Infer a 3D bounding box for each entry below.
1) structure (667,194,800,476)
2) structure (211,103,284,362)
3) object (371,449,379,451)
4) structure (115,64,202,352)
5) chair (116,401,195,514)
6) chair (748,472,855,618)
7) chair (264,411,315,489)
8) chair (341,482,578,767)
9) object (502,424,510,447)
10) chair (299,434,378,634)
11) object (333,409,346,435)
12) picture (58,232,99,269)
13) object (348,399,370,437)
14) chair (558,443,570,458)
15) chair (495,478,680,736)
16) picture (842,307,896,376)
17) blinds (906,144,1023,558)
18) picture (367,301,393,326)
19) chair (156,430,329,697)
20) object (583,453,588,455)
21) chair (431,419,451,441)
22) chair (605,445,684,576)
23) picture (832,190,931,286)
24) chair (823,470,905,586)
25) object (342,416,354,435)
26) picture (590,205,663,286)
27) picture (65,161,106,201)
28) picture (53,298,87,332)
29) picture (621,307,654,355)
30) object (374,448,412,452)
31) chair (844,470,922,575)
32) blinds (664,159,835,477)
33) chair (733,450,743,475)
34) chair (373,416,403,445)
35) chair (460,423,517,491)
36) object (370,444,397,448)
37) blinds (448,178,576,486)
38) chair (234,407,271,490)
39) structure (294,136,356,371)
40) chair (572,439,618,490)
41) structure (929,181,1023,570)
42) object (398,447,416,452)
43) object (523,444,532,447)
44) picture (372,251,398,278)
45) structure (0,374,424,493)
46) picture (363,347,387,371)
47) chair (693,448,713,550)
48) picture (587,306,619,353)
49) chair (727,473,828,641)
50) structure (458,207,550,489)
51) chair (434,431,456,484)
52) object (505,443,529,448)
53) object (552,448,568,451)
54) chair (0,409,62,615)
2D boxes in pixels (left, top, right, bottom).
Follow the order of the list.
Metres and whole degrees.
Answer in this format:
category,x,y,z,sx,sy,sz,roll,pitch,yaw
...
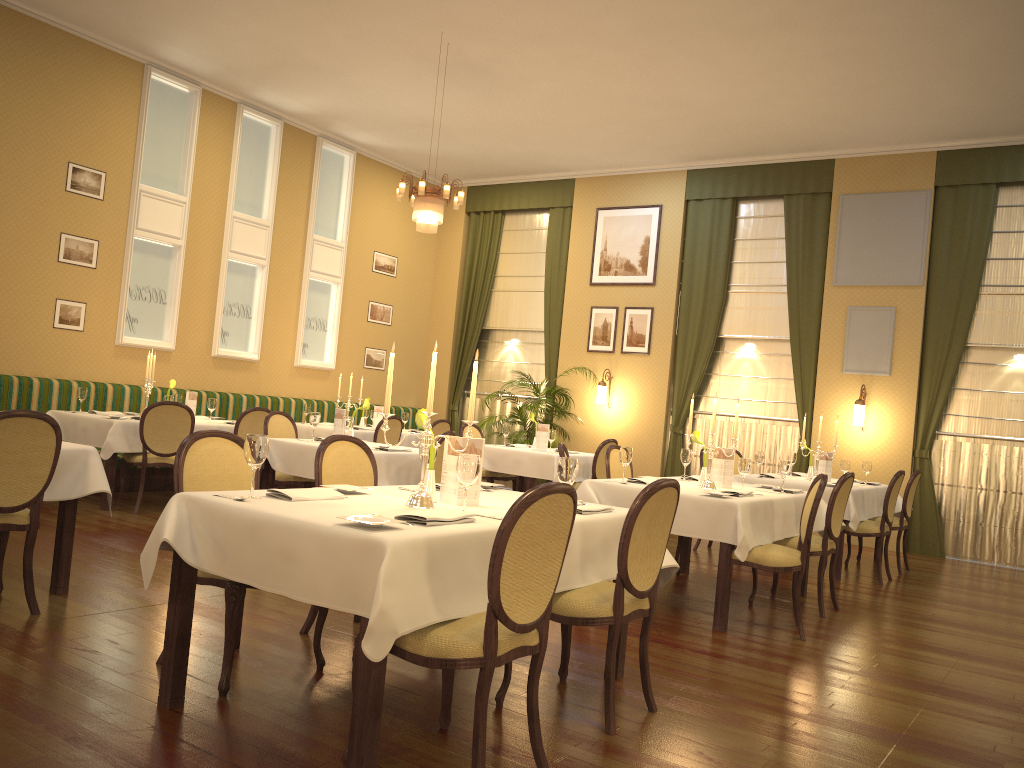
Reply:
category,x,y,z,sx,sy,sz,roll,pitch,yaw
structure,2.898,-0.530,10.930,1.900,4.511,0.134,4,-2,34
structure,-3.179,-1.782,10.612,0.200,2.985,0.661,4,-2,34
object,-1.060,0.484,6.608,0.185,0.010,0.017,4,-2,34
structure,-3.841,-1.871,9.619,0.200,2.985,0.687,4,-2,34
chair,-3.033,0.610,7.608,0.530,0.955,0.571,6,-2,-31
chair,1.986,1.044,6.040,0.571,0.955,0.530,4,-2,34
chair,-1.774,0.723,7.373,0.571,0.955,0.530,5,-2,24
chair,-0.134,0.760,2.859,0.571,0.955,0.530,4,-2,34
object,-0.067,0.537,9.225,0.088,0.229,0.088,6,-2,-8
chair,-0.668,0.747,4.293,0.571,0.955,0.530,4,-2,34
object,-1.356,0.333,6.950,0.081,0.277,0.166,6,-2,-10
picture,-4.346,-1.334,8.898,0.008,0.294,0.401,4,-2,34
object,-1.219,0.296,6.994,0.163,0.375,0.076,5,-2,11
chair,0.562,0.912,6.156,0.571,0.955,0.530,5,-2,9
chair,0.332,0.822,3.558,0.571,0.955,0.530,4,-2,34
picture,4.009,-0.485,9.969,0.512,0.769,0.027,4,-2,34
blinds,5.255,-0.365,9.201,1.876,4.537,0.129,4,-2,34
picture,-1.871,-1.002,12.611,0.008,0.294,0.504,4,-2,34
chair,-1.095,0.690,3.652,0.571,0.955,0.530,4,-2,34
object,0.707,0.718,9.237,0.181,0.015,0.038,4,-2,35
chair,-1.068,0.872,10.508,0.571,0.955,0.530,4,-2,34
chair,0.986,0.969,6.775,0.571,0.955,0.530,4,-2,34
picture,4.147,-1.630,9.979,0.966,1.057,0.027,4,-2,34
chair,2.998,1.180,7.559,0.571,0.955,0.530,4,-2,34
object,-1.230,0.358,6.622,0.088,0.229,0.088,6,-2,-14
picture,1.501,-1.834,11.763,0.966,1.057,0.027,4,-2,34
picture,-4.280,-2.035,8.916,0.008,0.294,0.401,4,-2,34
picture,-4.418,-0.687,8.866,0.008,0.294,0.313,4,-2,34
picture,1.632,-0.696,11.578,0.412,0.619,0.022,4,-2,34
object,-0.900,0.498,6.729,0.142,0.024,0.273,4,-2,34
chair,3.464,1.242,8.258,0.571,0.955,0.530,4,-2,34
blinds,2.840,-0.551,10.827,1.878,4.537,0.129,4,-2,34
chair,2.465,1.167,8.993,0.571,0.955,0.530,4,-2,34
chair,-1.561,0.807,9.828,0.571,0.955,0.530,4,-2,34
chair,-0.285,0.922,9.603,0.571,0.955,0.530,4,-2,34
object,-0.998,0.492,6.921,0.160,0.024,0.160,4,-2,34
blinds,-0.058,-0.774,12.791,1.934,4.537,0.225,4,-2,33
chair,-2.587,0.670,8.286,0.571,0.955,0.530,4,-2,34
structure,-2.477,-1.688,11.665,0.200,2.985,0.670,4,-2,34
chair,0.715,0.998,8.868,0.571,0.955,0.530,4,-2,34
structure,5.313,-0.344,9.304,1.898,4.511,0.137,4,-2,34
object,-0.824,0.513,6.939,0.181,0.015,0.038,4,-2,35
object,0.170,0.674,9.627,0.160,0.024,0.160,4,-2,34
picture,-1.805,-1.704,12.630,0.008,0.294,0.504,4,-2,34
structure,-5.122,0.368,7.227,0.850,1.031,14.516,4,-2,34
picture,-1.940,-0.355,12.583,0.008,0.294,0.437,4,-2,34
chair,2.037,1.109,8.352,0.571,0.955,0.530,4,-2,34
picture,1.211,-0.729,11.862,0.412,0.619,0.022,4,-2,34
chair,1.547,0.983,5.301,0.571,0.955,0.530,5,-2,14
structure,0.002,-0.753,12.887,1.942,4.511,0.123,4,-2,34
chair,-0.759,0.800,6.654,0.571,0.955,0.530,5,-2,14
object,0.047,0.653,9.387,0.142,0.033,0.273,4,-2,34
object,0.501,0.699,9.387,0.160,0.024,0.160,4,-2,34
chair,-2.459,0.573,4.106,0.571,0.955,0.530,4,-2,34
